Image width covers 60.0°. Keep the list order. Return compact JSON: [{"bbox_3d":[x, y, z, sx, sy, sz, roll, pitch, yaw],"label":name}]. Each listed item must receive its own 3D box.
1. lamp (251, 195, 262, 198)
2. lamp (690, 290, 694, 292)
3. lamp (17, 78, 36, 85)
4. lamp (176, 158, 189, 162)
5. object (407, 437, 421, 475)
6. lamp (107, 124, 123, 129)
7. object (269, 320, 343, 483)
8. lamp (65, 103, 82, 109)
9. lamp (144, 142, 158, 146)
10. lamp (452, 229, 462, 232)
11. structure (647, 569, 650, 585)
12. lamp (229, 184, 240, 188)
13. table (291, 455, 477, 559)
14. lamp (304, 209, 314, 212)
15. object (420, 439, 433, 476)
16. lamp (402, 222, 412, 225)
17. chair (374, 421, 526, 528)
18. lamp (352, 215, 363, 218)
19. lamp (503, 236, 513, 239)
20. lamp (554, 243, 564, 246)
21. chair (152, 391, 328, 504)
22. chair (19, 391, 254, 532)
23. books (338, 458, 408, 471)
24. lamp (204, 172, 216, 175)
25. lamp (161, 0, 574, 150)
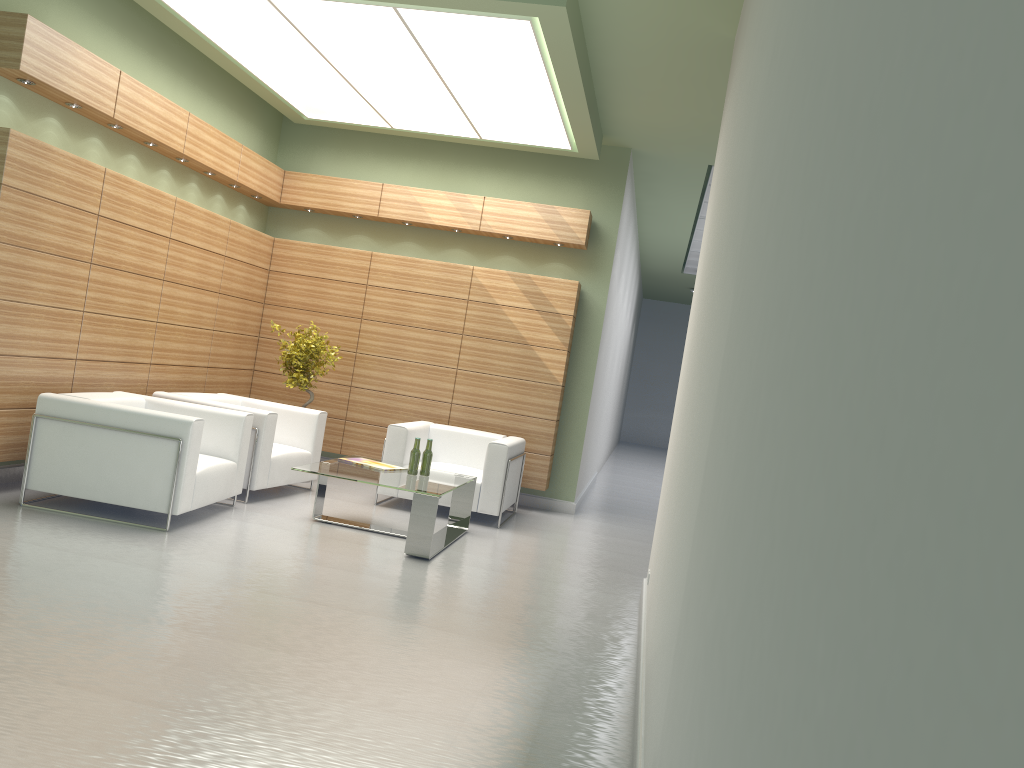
[{"bbox_3d":[-4.355,-3.218,15.133,0.181,0.074,0.181,9,1,-8],"label":"lamp"},{"bbox_3d":[6.931,-3.453,32.782,0.657,0.159,0.286,9,1,9],"label":"lamp"},{"bbox_3d":[-5.226,-3.278,9.548,0.181,0.074,0.181,9,1,-19],"label":"lamp"},{"bbox_3d":[-4.729,-3.244,12.735,0.181,0.074,0.181,9,1,-8],"label":"lamp"},{"bbox_3d":[-1.229,0.917,11.247,0.131,0.475,0.131,9,1,-26],"label":"object"},{"bbox_3d":[-4.978,-3.261,11.138,0.181,0.074,0.181,9,1,-8],"label":"lamp"},{"bbox_3d":[-3.492,0.222,14.270,1.201,2.565,1.116,9,1,-23],"label":"object"},{"bbox_3d":[-5.103,-3.270,10.335,0.181,0.074,0.181,9,1,-8],"label":"lamp"},{"bbox_3d":[-4.854,-3.252,11.930,0.181,0.074,0.181,9,1,-19],"label":"lamp"},{"bbox_3d":[-0.947,-2.671,15.270,0.181,0.074,0.181,9,1,3],"label":"lamp"},{"bbox_3d":[1.423,2.010,9.237,0.017,0.118,0.262,9,1,9],"label":"structure"},{"bbox_3d":[-4.480,-3.226,14.334,0.181,0.074,0.181,9,1,-19],"label":"lamp"},{"bbox_3d":[-1.569,1.481,11.163,1.783,0.742,2.197,9,1,9],"label":"table"},{"bbox_3d":[-3.580,-3.101,15.685,0.181,0.074,0.181,9,1,3],"label":"lamp"},{"bbox_3d":[-1.084,0.939,11.347,0.131,0.475,0.131,9,1,-26],"label":"object"},{"bbox_3d":[-1.816,-2.813,15.407,0.181,0.074,0.181,9,1,-31],"label":"lamp"},{"bbox_3d":[-0.887,1.333,13.656,1.894,1.234,1.802,9,1,9],"label":"chair"},{"bbox_3d":[-2.703,-2.957,15.547,0.181,0.074,0.181,9,1,3],"label":"lamp"},{"bbox_3d":[-0.067,-2.527,15.131,0.181,0.074,0.181,9,1,-31],"label":"lamp"},{"bbox_3d":[0.797,-2.386,14.995,0.181,0.074,0.181,9,1,3],"label":"lamp"},{"bbox_3d":[-3.893,0.863,12.672,1.769,1.234,1.894,9,1,14],"label":"chair"},{"bbox_3d":[-4.267,0.835,10.377,1.802,1.234,1.894,9,1,4],"label":"chair"},{"bbox_3d":[-1.812,1.046,11.561,0.762,0.025,0.508,10,1,29],"label":"books"},{"bbox_3d":[-4.606,-3.235,13.524,0.181,0.074,0.181,9,1,-8],"label":"lamp"},{"bbox_3d":[-1.611,-4.341,12.225,4.571,0.325,5.060,9,1,9],"label":"lamp"}]
